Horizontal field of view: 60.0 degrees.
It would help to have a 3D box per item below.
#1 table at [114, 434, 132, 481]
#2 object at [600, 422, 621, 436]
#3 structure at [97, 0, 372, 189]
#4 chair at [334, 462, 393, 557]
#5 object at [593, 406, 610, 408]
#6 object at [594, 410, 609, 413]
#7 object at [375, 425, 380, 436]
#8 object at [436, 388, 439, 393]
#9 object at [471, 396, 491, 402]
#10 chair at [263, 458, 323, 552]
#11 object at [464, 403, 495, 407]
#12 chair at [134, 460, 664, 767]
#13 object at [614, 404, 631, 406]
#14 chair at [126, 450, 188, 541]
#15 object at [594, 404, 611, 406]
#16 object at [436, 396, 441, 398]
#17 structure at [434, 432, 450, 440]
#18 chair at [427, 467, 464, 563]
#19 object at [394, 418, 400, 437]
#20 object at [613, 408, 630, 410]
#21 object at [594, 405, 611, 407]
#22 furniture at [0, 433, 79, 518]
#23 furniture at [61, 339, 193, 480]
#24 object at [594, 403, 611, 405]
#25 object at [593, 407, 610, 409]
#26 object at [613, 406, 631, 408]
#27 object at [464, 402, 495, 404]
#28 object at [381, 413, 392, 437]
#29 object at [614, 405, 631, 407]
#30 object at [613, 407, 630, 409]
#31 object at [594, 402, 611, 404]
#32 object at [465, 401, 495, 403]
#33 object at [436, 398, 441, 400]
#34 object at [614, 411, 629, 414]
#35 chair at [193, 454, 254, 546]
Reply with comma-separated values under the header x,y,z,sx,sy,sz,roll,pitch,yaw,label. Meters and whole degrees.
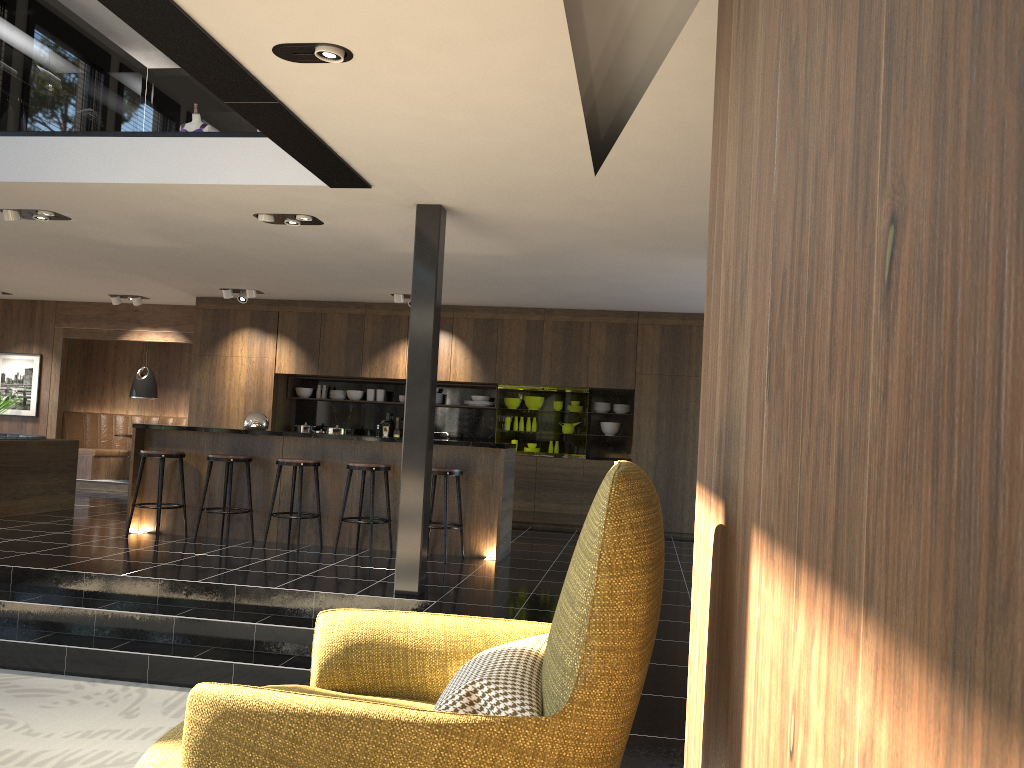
x,y,z,sx,sy,sz,roll,pitch,yaw,label
-5.397,1.071,12.836,0.702,0.643,0.702,4,-3,-17,table
1.260,0.579,11.349,0.264,0.170,0.264,4,-3,-17,object
-2.928,-0.368,2.319,3.447,4.865,7.284,3,-3,8,structure
-1.300,1.110,7.911,0.412,0.799,0.413,2,-3,18,chair
1.154,0.305,11.367,0.220,0.033,0.220,2,-3,18,object
1.152,0.353,11.365,0.220,0.033,0.220,2,-3,18,object
-1.799,0.686,11.873,0.057,0.287,0.058,2,-3,21,object
-1.053,0.090,11.782,0.168,0.087,0.168,2,-3,28,object
-0.409,0.205,11.615,0.254,0.088,0.254,1,-4,34,object
-1.952,1.081,8.009,0.412,0.799,0.413,2,-3,18,chair
-0.411,0.280,11.610,0.438,0.039,0.438,0,-4,45,object
-0.217,0.688,1.871,1.030,1.097,0.808,3,-3,7,chair
1.407,0.283,11.331,0.220,0.033,0.220,4,-3,-8,object
-3.257,1.021,8.203,0.412,0.799,0.413,2,-3,18,chair
1.155,0.285,11.368,0.220,0.033,0.220,2,-3,18,object
-1.055,0.177,11.779,0.269,0.024,0.269,6,-4,-43,object
-0.925,0.734,11.359,0.242,0.231,0.174,3,-3,8,structure
-0.648,1.140,7.814,0.412,0.799,0.413,2,-3,18,chair
-1.539,0.645,11.848,0.077,0.394,0.077,5,-3,-39,object
1.405,0.329,11.329,0.220,0.033,0.220,4,-3,-8,object
1.155,0.295,11.368,0.220,0.033,0.220,2,-3,18,object
-6.360,0.917,9.654,2.609,0.822,1.366,3,-3,8,furniture
-5.290,0.287,13.328,2.638,2.334,1.175,3,-2,8,furniture
1.156,0.272,11.369,0.220,0.033,0.220,2,-3,18,object
1.154,0.318,11.367,0.220,0.033,0.220,2,-3,18,object
1.406,0.306,11.330,0.220,0.033,0.220,4,-3,-8,object
-0.410,0.267,11.611,0.438,0.039,0.438,0,-4,45,object
-1.695,0.609,11.865,0.133,0.451,0.116,3,-2,9,object
1.407,0.296,11.331,0.220,0.033,0.220,4,-3,-8,object
1.406,0.317,11.330,0.220,0.033,0.220,4,-3,-8,object
1.157,0.260,11.369,0.220,0.033,0.220,2,-3,18,object
-0.409,0.253,11.611,0.438,0.039,0.438,0,-4,45,object
-1.057,0.205,11.778,0.269,0.024,0.269,6,-4,-43,object
1.403,0.365,11.328,0.220,0.033,0.220,4,-3,-8,object
-2.605,1.051,8.106,0.412,0.799,0.413,2,-3,18,chair
